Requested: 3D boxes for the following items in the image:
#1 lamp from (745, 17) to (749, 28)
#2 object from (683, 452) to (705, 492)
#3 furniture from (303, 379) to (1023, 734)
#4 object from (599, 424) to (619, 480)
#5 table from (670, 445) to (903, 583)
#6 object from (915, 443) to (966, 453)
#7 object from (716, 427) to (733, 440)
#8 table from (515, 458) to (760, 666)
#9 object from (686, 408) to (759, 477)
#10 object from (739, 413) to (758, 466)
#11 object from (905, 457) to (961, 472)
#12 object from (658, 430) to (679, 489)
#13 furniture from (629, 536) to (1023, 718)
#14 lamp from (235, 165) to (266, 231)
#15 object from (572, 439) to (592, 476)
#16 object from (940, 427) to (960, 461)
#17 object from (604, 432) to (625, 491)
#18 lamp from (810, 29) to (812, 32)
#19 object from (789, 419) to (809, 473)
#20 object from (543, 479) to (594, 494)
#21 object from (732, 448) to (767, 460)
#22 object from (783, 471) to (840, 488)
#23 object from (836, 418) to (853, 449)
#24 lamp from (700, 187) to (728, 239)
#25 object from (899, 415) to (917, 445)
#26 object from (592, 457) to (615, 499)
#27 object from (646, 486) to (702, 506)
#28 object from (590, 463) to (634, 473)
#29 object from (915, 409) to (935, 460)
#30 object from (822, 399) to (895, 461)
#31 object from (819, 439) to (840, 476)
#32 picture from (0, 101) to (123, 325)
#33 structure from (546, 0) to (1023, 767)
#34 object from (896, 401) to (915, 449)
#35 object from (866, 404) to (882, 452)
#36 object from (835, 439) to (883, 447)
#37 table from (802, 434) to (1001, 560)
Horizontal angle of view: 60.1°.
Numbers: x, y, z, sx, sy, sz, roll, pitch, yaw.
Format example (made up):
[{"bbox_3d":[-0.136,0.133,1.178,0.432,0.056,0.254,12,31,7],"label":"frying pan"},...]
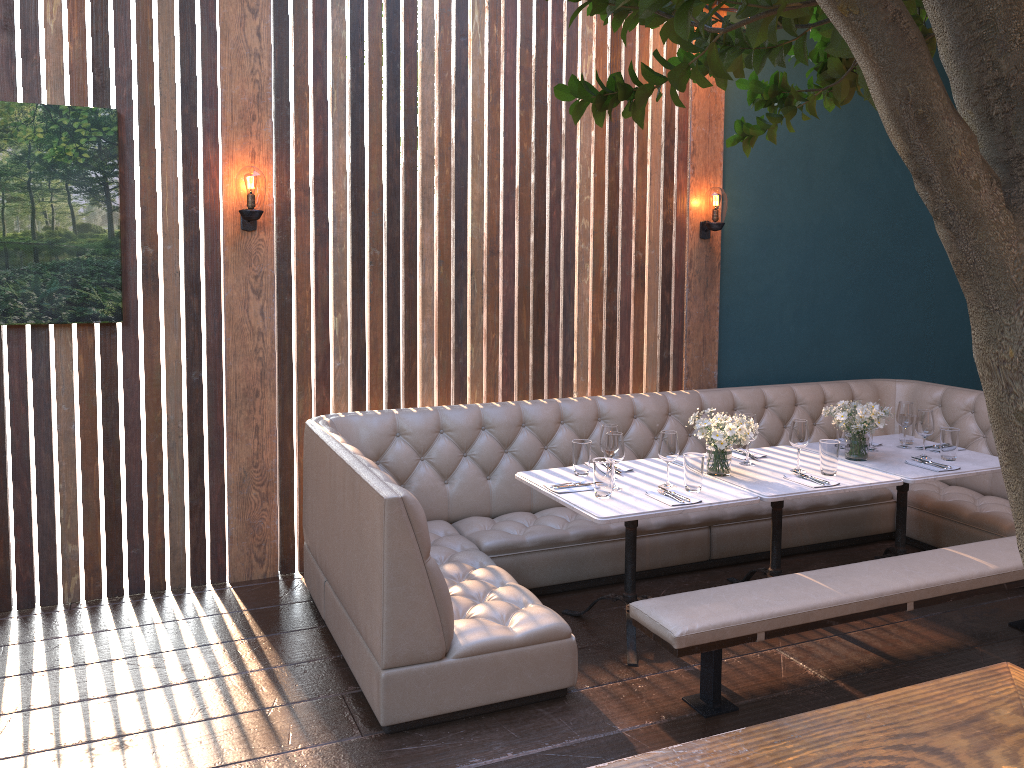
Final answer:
[{"bbox_3d":[1.316,-2.021,4.899,0.056,0.113,0.077,2,6,22],"label":"lamp"},{"bbox_3d":[0.782,0.382,3.812,0.092,0.157,0.092,-4,7,-37],"label":"object"},{"bbox_3d":[1.115,0.589,4.625,4.160,0.854,1.720,-3,8,-23],"label":"furniture"},{"bbox_3d":[0.441,0.308,4.009,0.092,0.243,0.092,3,5,24],"label":"object"},{"bbox_3d":[1.278,0.735,4.280,0.799,0.668,0.803,-2,7,-23],"label":"table"},{"bbox_3d":[2.258,0.335,4.694,0.255,0.019,0.158,-3,9,-23],"label":"object"},{"bbox_3d":[1.049,0.300,4.389,0.092,0.157,0.092,-4,7,-37],"label":"object"},{"bbox_3d":[0.530,0.776,3.955,0.799,0.668,0.803,-3,7,-24],"label":"table"},{"bbox_3d":[0.977,0.265,4.105,0.329,0.308,0.338,3,7,18],"label":"object"},{"bbox_3d":[1.148,0.270,4.307,0.092,0.243,0.092,3,5,24],"label":"object"},{"bbox_3d":[2.036,0.387,4.323,0.157,0.019,0.256,-3,9,-23],"label":"object"},{"bbox_3d":[0.684,0.330,3.871,0.092,0.243,0.092,3,5,24],"label":"object"},{"bbox_3d":[1.562,0.962,3.666,2.330,0.397,0.314,-3,7,-23],"label":"furniture"},{"bbox_3d":[-1.281,-0.910,4.336,0.146,0.318,0.179,-2,6,-23],"label":"lamp"},{"bbox_3d":[0.320,0.341,4.072,0.092,0.157,0.092,-4,7,-37],"label":"object"},{"bbox_3d":[2.191,0.303,4.435,0.092,0.157,0.092,-4,7,-37],"label":"object"},{"bbox_3d":[0.442,0.334,3.830,0.092,0.243,0.092,3,5,24],"label":"object"},{"bbox_3d":[1.446,-1.714,4.198,0.056,0.119,0.060,-2,6,-29],"label":"lamp"},{"bbox_3d":[1.352,0.292,4.169,0.092,0.243,0.092,3,5,24],"label":"object"},{"bbox_3d":[0.276,0.440,3.863,0.255,0.019,0.158,-3,9,-23],"label":"object"},{"bbox_3d":[1.187,0.355,4.502,0.157,0.019,0.256,-3,9,-23],"label":"object"},{"bbox_3d":[1.341,0.427,4.012,0.157,0.019,0.256,-3,9,-23],"label":"object"},{"bbox_3d":[1.764,0.262,4.691,0.092,0.157,0.092,-4,7,-37],"label":"object"},{"bbox_3d":[1.239,-1.049,5.431,0.146,0.318,0.179,-2,6,-23],"label":"lamp"},{"bbox_3d":[2.150,0.247,4.815,0.092,0.157,0.092,-4,7,-37],"label":"object"},{"bbox_3d":[0.382,0.394,3.703,0.092,0.157,0.092,-4,7,-37],"label":"object"},{"bbox_3d":[0.665,0.465,3.713,0.157,0.019,0.256,-3,9,-23],"label":"object"},{"bbox_3d":[0.472,0.395,4.191,0.157,0.019,0.256,-3,9,-23],"label":"object"},{"bbox_3d":[2.084,0.254,4.470,0.092,0.243,0.093,2,5,19],"label":"object"},{"bbox_3d":[1.734,0.221,4.450,0.337,0.308,0.330,4,8,31],"label":"object"},{"bbox_3d":[1.475,0.343,4.115,0.092,0.157,0.092,-4,7,-37],"label":"object"},{"bbox_3d":[-2.598,-0.744,3.832,1.651,0.993,0.065,-3,5,-24],"label":"picture"},{"bbox_3d":[0.382,-0.207,0.260,2.851,3.676,2.731,-1,6,-15],"label":"structure"},{"bbox_3d":[2.095,0.218,4.717,0.092,0.243,0.093,2,5,19],"label":"object"},{"bbox_3d":[1.884,0.229,4.630,0.092,0.243,0.093,2,5,19],"label":"object"},{"bbox_3d":[1.897,0.317,4.805,0.157,0.019,0.256,-3,9,-23],"label":"object"},{"bbox_3d":[2.027,0.693,4.606,0.799,0.668,0.803,-3,7,-24],"label":"table"}]
